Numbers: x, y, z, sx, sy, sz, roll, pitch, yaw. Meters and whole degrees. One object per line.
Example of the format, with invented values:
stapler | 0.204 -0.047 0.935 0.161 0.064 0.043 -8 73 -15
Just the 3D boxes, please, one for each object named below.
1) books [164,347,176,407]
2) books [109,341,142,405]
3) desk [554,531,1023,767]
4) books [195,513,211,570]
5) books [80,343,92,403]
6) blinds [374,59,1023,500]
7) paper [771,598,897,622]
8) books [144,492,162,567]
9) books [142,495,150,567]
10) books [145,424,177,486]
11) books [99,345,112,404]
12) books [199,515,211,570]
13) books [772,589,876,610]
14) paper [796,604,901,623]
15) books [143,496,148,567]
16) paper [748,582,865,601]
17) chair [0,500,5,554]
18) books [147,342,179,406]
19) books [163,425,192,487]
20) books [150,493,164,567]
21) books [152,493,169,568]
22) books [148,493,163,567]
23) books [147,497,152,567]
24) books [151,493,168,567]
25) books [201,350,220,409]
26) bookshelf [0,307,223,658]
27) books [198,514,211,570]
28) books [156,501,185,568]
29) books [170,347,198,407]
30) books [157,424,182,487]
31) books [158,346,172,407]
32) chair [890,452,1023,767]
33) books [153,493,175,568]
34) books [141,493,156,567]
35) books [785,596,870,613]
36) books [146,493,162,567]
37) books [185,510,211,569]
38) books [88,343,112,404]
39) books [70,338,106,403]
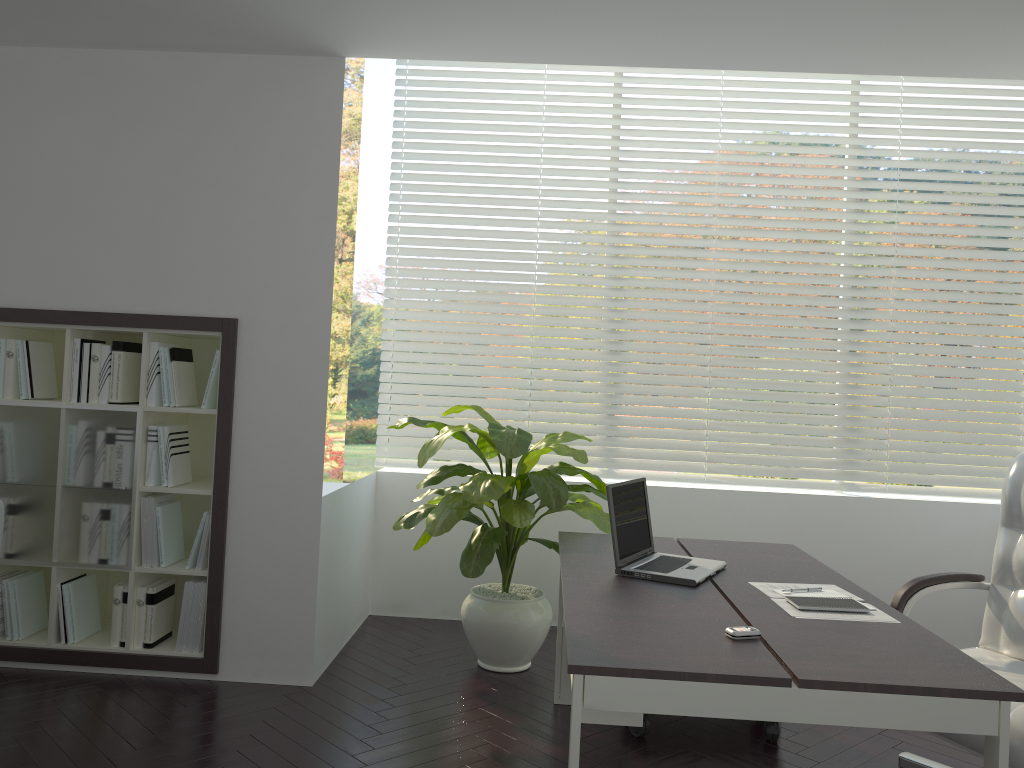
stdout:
books | -1.463 -0.027 3.888 0.058 0.258 0.207 3 -1 3
books | -1.696 -0.048 3.905 0.053 0.272 0.207 3 -1 3
desk | 0.628 0.986 2.798 0.975 0.698 1.812 3 0 2
books | -1.314 0.674 3.875 0.043 0.238 0.211 3 -1 3
books | -1.831 -0.047 3.912 0.040 0.258 0.207 3 -1 3
blinds | 1.357 -1.564 4.902 3.919 4.267 1.219 3 -1 21
paper | 0.918 0.649 2.550 0.290 0.001 0.210 3 0 1
books | -1.557 0.630 3.887 0.032 0.303 0.219 3 -1 2
books | -1.568 0.633 3.887 0.032 0.297 0.211 3 -1 2
books | -1.545 0.309 3.900 0.040 0.258 0.207 3 -1 2
books | -1.748 -0.040 3.910 0.040 0.251 0.207 3 -1 2
books | -1.299 0.675 3.875 0.043 0.238 0.211 3 -1 3
books | 0.931 0.645 2.662 0.205 0.012 0.239 3 0 -10
paper | 0.925 0.650 2.539 0.290 0.001 0.210 3 0 0
books | -1.562 0.633 3.887 0.032 0.297 0.211 3 -1 2
paper | 0.918 0.650 2.783 0.290 0.001 0.210 3 0 -5
chair | -2.364 0.778 2.664 1.155 0.817 0.944 3 -1 -7
books | -1.537 -0.041 3.900 0.040 0.276 0.207 3 -1 3
books | -1.468 0.313 3.892 0.060 0.260 0.207 3 -1 2
books | -1.534 0.632 3.889 0.032 0.299 0.214 3 -1 2
books | -1.524 0.635 3.884 0.032 0.297 0.211 3 -1 2
books | -1.540 0.632 3.884 0.032 0.301 0.216 3 -1 2
books | -1.546 0.634 3.886 0.032 0.297 0.211 3 -1 2
books | -1.529 0.632 3.889 0.032 0.299 0.214 3 -1 2
books | -1.280 -0.019 3.885 0.077 0.255 0.207 3 -1 3
bookshelf | -2.269 0.419 4.026 2.100 1.497 0.501 3 -1 2
books | -1.307 0.672 3.875 0.043 0.242 0.219 3 -1 3
books | -1.497 0.654 3.884 0.060 0.260 0.207 3 -1 2
books | -1.445 -0.028 3.904 0.058 0.258 0.207 3 -1 3
books | -1.493 0.312 3.894 0.060 0.260 0.207 3 -1 3
books | -1.489 -0.030 3.894 0.060 0.260 0.207 3 -1 2
chair | 1.602 0.799 2.706 0.829 1.167 0.725 3 -1 -23
books | -1.519 0.635 3.885 0.032 0.297 0.211 3 -1 2
books | -1.573 0.632 3.886 0.032 0.297 0.211 3 -1 2
books | 0.913 0.639 2.573 0.205 0.012 0.126 3 0 -1
books | -1.551 0.634 3.886 0.032 0.297 0.211 3 -1 2
books | -1.341 0.668 3.879 0.085 0.245 0.207 3 -1 3
books | -1.790 -0.045 3.905 0.040 0.258 0.207 3 -1 3
books | -1.872 -0.058 3.914 0.040 0.275 0.207 3 -1 3
